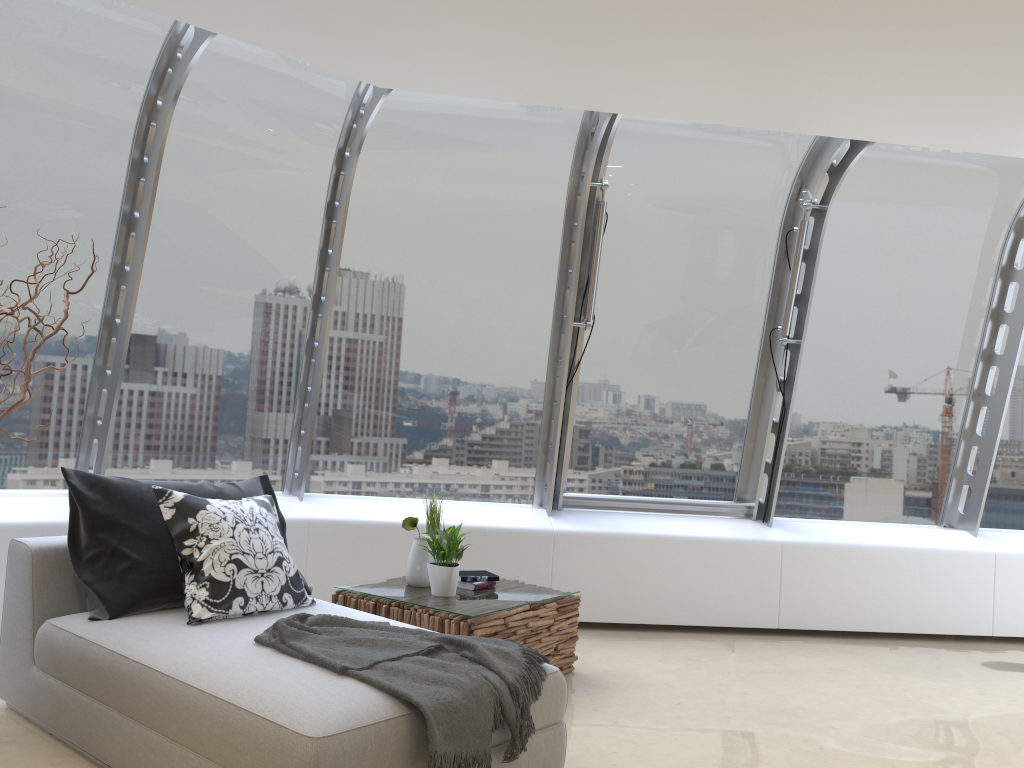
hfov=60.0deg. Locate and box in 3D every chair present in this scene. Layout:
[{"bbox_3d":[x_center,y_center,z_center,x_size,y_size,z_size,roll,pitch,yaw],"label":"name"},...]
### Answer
[{"bbox_3d":[-0.941,1.043,3.438,2.068,0.690,1.176,1,-4,40],"label":"chair"}]

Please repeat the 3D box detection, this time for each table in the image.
[{"bbox_3d":[-0.275,1.276,4.571,0.923,0.436,1.007,2,-3,35],"label":"table"}]

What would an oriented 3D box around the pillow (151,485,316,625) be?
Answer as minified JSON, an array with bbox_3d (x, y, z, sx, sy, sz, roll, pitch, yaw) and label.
[{"bbox_3d":[-1.142,0.698,3.705,0.431,0.528,0.683,2,-3,34],"label":"pillow"}]

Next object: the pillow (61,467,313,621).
[{"bbox_3d":[-1.391,0.672,3.877,0.510,0.597,1.070,1,-4,40],"label":"pillow"}]

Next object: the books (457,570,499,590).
[{"bbox_3d":[-0.206,1.037,4.688,0.265,0.063,0.246,5,-3,-33],"label":"books"}]

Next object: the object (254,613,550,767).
[{"bbox_3d":[-0.345,1.037,3.154,1.024,0.359,0.825,1,-3,38],"label":"object"}]

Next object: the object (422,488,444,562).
[{"bbox_3d":[-0.432,0.803,4.792,0.150,0.511,0.153,1,-3,38],"label":"object"}]

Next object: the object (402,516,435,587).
[{"bbox_3d":[-0.499,0.859,4.559,0.152,0.370,0.297,2,-3,24],"label":"object"}]

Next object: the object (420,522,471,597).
[{"bbox_3d":[-0.334,0.865,4.418,0.284,0.369,0.215,3,-3,13],"label":"object"}]

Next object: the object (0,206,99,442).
[{"bbox_3d":[-2.567,0.259,3.606,1.370,2.059,1.508,5,-3,-19],"label":"object"}]
